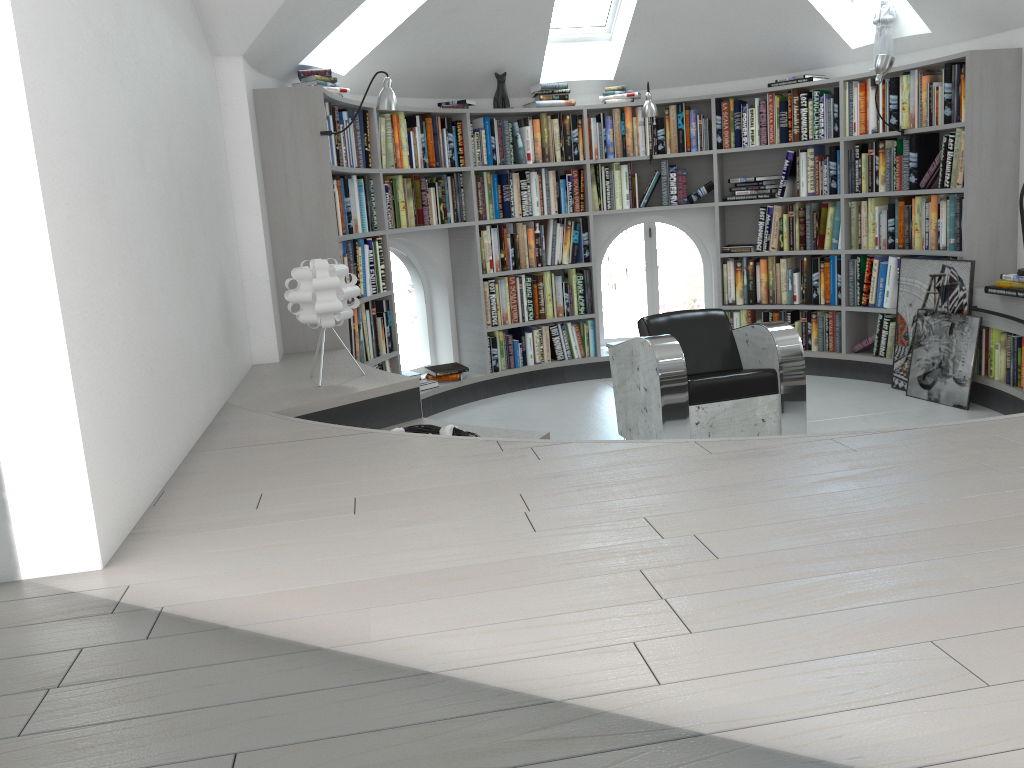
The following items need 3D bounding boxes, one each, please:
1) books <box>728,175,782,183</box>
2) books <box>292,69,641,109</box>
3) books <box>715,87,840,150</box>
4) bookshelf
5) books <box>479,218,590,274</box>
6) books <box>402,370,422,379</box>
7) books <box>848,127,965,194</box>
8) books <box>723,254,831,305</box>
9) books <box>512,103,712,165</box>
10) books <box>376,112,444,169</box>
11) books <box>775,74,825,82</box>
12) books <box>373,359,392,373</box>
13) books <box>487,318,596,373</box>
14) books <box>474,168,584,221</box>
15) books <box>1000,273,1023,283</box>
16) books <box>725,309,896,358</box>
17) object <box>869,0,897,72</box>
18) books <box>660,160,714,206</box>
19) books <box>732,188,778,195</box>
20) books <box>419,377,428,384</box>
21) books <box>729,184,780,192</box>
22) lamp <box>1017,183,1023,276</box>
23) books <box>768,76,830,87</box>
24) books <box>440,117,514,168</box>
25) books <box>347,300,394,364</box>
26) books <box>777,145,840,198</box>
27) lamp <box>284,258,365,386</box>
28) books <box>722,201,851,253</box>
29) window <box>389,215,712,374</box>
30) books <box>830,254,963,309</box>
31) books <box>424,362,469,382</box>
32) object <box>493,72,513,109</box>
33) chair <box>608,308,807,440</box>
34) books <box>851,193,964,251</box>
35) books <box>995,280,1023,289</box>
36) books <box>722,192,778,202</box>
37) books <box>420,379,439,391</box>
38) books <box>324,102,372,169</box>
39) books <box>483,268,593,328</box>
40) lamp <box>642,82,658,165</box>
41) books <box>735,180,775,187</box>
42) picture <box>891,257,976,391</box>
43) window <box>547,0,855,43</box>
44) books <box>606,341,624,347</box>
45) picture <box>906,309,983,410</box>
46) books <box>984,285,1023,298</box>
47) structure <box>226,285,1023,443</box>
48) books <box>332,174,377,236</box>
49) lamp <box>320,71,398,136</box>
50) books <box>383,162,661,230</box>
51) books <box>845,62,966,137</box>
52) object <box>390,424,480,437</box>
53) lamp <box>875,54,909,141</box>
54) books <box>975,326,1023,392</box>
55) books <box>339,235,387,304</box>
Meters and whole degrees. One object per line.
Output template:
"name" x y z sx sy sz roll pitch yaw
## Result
"books" 1.804 -1.520 6.578 0.270 0.031 0.286 -11 13 -28
"books" -0.283 -1.975 6.034 2.823 0.172 0.749 -13 15 -37
"books" 1.915 -1.903 6.355 0.970 0.365 0.307 4 13 34
"bookshelf" 0.719 -0.995 5.981 4.334 1.871 2.119 -6 11 -8
"books" 0.126 -1.047 6.662 0.999 0.350 0.298 -10 12 -25
"books" -0.775 -0.049 6.159 0.214 0.036 0.227 -11 14 -31
"books" 2.600 -1.420 5.672 0.280 0.356 1.056 -9 12 -22
"books" 1.984 -0.778 6.560 0.872 0.349 0.273 3 13 32
"books" 0.724 -1.872 6.646 1.566 0.365 0.396 -5 11 -3
"books" -0.773 -1.603 5.884 0.269 0.371 0.796 3 13 34
"books" 2.040 -2.157 6.281 0.234 0.027 0.248 -13 14 -35
"books" -0.957 0.058 5.368 0.282 0.318 0.923 -2 12 10
"books" 0.179 -0.313 6.787 1.020 0.305 0.288 -9 12 -23
"books" 0.081 -1.424 6.634 1.030 0.357 0.301 -9 12 -22
"books" 2.864 -0.581 4.816 0.269 0.031 0.287 -4 12 1
"books" 2.212 -0.394 6.421 1.499 0.309 0.361 6 15 42
"object" 2.406 -2.268 5.743 0.179 0.470 0.180 -4 10 0
"books" 1.331 -1.528 6.692 0.399 0.339 0.225 -2 11 11
"books" 1.811 -1.428 6.594 0.286 0.031 0.270 1 13 26
"books" -0.773 -0.018 6.165 0.270 0.031 0.286 -11 14 -31
"books" 1.809 -1.458 6.588 0.286 0.031 0.270 6 15 40
"lamp" 2.875 -0.919 4.756 0.322 0.657 0.235 -3 10 7
"books" 2.043 -2.130 6.286 0.336 0.036 0.318 7 16 43
"books" -0.305 -1.726 6.368 0.684 0.344 0.265 -11 13 -31
"books" -0.965 -0.064 5.013 0.390 0.692 1.649 -4 11 1
"books" 2.171 -1.513 6.287 0.553 0.349 0.257 4 14 37
"lamp" -0.806 -0.275 3.825 0.306 0.522 0.307 -8 11 -20
"books" 2.021 -1.145 6.439 0.974 0.350 0.253 3 13 33
"window" 0.105 -0.689 6.808 3.236 1.145 0.619 -9 11 -22
"books" 2.622 -0.679 5.857 0.304 0.357 1.188 -10 13 -27
"books" -0.471 -0.078 6.384 0.318 0.099 0.293 -6 11 -7
"object" -0.067 -2.113 6.415 0.147 0.263 0.203 -6 11 -12
"chair" 1.051 -0.019 4.883 0.824 0.716 0.744 -7 11 -14
"books" 2.637 -1.044 5.735 0.276 0.346 1.024 -9 12 -23
"books" 2.866 -0.549 4.821 0.286 0.034 0.306 -8 12 -18
"books" 1.813 -1.396 6.599 0.388 0.042 0.367 3 13 31
"books" -0.771 0.015 6.170 0.367 0.042 0.388 -15 15 -41
"books" -1.070 -1.406 5.055 0.300 0.359 1.038 -3 11 7
"books" 0.166 -0.671 6.735 1.033 0.355 0.293 -9 12 -23
"lamp" 0.979 -1.879 6.412 0.113 0.564 0.359 -5 10 -2
"books" 1.806 -1.489 6.583 0.227 0.036 0.214 6 15 40
"picture" 2.616 -0.351 5.537 0.090 0.858 0.581 -8 11 -18
"window" 0.588 -2.726 5.677 4.056 0.709 1.942 -6 12 -8
"books" 0.917 -0.308 7.002 0.269 0.029 0.254 -8 12 -18
"picture" 2.614 -0.157 5.384 0.107 0.552 0.491 -8 11 -18
"books" 2.869 -0.513 4.828 0.365 0.042 0.390 -6 12 -8
"structure" 1.000 0.014 4.770 4.713 0.690 4.730 4 14 36
"books" -1.053 -1.031 5.141 0.303 0.346 1.094 -3 12 7
"lamp" -0.807 -1.463 4.624 0.414 0.310 0.117 -7 10 -12
"books" -0.025 -1.359 6.387 2.534 0.369 0.592 -10 13 -27
"books" 2.567 -1.797 5.616 0.293 0.360 1.017 -9 12 -26
"object" -0.292 0.209 3.356 0.473 0.082 0.219 7 16 43
"lamp" 2.378 -1.777 5.504 0.275 0.522 0.113 -8 11 -18
"books" 2.855 -0.113 4.824 0.272 0.296 1.153 -3 12 6
"books" -0.986 -0.659 5.176 0.260 0.357 1.025 -3 12 8
